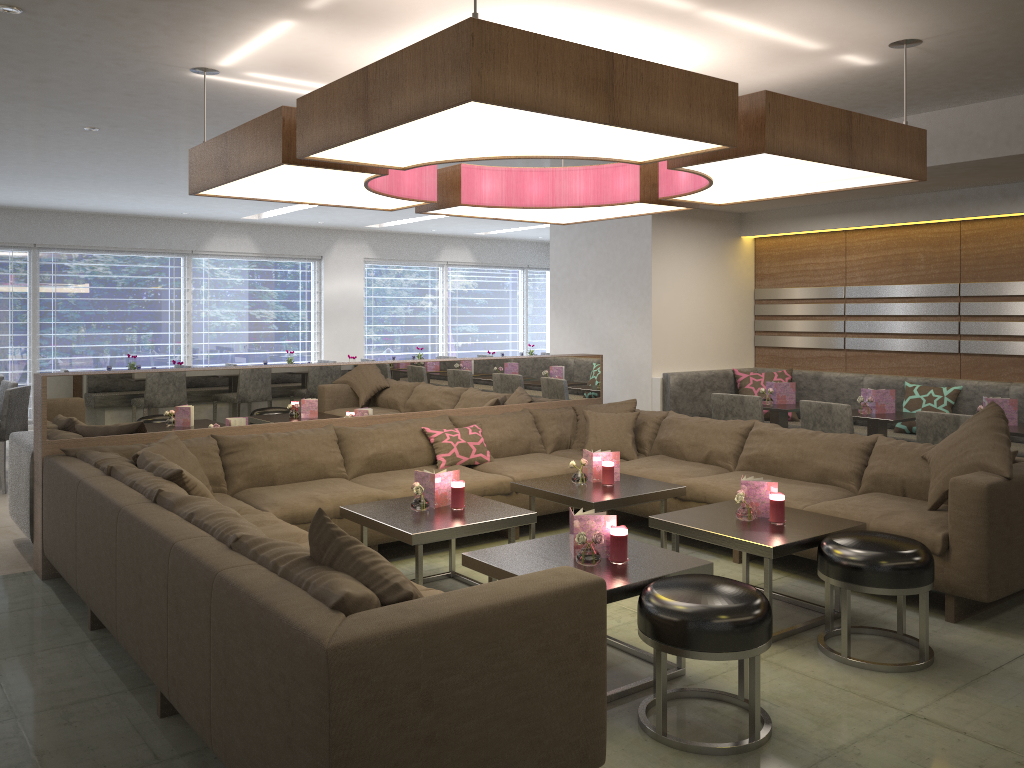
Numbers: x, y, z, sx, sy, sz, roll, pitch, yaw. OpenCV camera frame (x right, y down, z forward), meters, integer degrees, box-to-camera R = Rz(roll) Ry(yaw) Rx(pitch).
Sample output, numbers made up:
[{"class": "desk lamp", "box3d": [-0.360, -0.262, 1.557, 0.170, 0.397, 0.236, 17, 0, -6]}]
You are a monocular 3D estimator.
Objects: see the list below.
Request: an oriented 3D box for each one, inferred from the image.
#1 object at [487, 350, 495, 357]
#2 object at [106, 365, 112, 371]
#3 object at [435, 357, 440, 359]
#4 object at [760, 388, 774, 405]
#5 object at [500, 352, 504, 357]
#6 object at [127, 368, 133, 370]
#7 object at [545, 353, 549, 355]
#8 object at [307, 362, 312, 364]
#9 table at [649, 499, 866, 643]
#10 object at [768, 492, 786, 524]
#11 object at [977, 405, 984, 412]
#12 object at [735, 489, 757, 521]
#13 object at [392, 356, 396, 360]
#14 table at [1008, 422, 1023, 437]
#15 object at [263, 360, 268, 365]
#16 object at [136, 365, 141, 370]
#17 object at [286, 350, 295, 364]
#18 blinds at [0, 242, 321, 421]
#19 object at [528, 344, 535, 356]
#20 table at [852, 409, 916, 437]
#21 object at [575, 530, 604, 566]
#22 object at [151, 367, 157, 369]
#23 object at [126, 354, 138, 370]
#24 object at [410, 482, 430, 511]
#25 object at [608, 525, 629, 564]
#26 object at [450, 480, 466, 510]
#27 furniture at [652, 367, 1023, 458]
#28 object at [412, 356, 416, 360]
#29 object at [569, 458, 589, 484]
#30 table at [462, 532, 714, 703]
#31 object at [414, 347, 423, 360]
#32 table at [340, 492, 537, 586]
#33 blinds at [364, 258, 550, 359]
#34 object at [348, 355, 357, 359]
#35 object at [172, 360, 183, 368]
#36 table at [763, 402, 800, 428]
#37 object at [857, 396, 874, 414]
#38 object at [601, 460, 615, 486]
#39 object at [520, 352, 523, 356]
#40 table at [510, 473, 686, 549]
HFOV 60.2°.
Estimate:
[{"class": "object", "box3d": [-0.240, -0.238, 9.848, 0.104, 0.276, 0.155, 0, 1, -40]}, {"class": "object", "box3d": [-4.222, -0.123, 9.267, 0.053, 0.139, 0.053, 0, 1, 11]}, {"class": "object", "box3d": [-0.931, -0.264, 11.048, 0.053, 0.139, 0.053, 0, 1, 11]}, {"class": "object", "box3d": [1.858, 0.089, 6.434, 0.107, 0.125, 0.094, 0, 2, 5]}, {"class": "object", "box3d": [-0.136, -0.374, 12.454, 0.053, 0.139, 0.053, 0, 1, 11]}, {"class": "object", "box3d": [-3.802, -0.087, 8.801, 0.053, 0.139, 0.053, 0, 1, 11]}, {"class": "object", "box3d": [0.483, -0.348, 12.126, 0.053, 0.139, 0.053, 0, 1, 11]}, {"class": "object", "box3d": [-2.291, -0.182, 10.012, 0.053, 0.139, 0.053, 0, 1, 5]}, {"class": "table", "box3d": [1.068, 0.799, 3.871, 0.658, 0.411, 0.659, -2, 4, -37]}, {"class": "object", "box3d": [1.143, 0.534, 3.809, 0.075, 0.128, 0.075, 0, 1, 15]}, {"class": "object", "box3d": [2.793, 0.185, 5.208, 0.094, 0.125, 0.102, 0, 2, 17]}, {"class": "object", "box3d": [1.022, 0.530, 3.869, 0.095, 0.129, 0.106, 0, 2, 13]}, {"class": "object", "box3d": [-1.513, -0.286, 11.331, 0.053, 0.139, 0.053, 0, 1, 11]}, {"class": "table", "box3d": [2.876, 0.572, 5.226, 0.506, 0.654, 0.506, -1, 2, -37]}, {"class": "object", "box3d": [-2.873, -0.204, 10.295, 0.053, 0.139, 0.053, 0, 1, 5]}, {"class": "object", "box3d": [-3.990, -0.137, 9.443, 0.053, 0.139, 0.053, 0, 1, 5]}, {"class": "object", "box3d": [-2.521, -0.251, 10.019, 0.104, 0.276, 0.155, 0, 1, -40]}, {"class": "blinds", "box3d": [-5.484, -0.601, 10.145, 7.103, 2.041, 0.045, -3, 2, -37]}, {"class": "object", "box3d": [0.256, -0.418, 12.135, 0.104, 0.276, 0.155, 0, 1, -40]}, {"class": "table", "box3d": [2.412, 0.524, 5.835, 0.506, 0.654, 0.506, -1, 2, -37]}, {"class": "object", "box3d": [0.319, 0.585, 3.185, 0.193, 0.125, 0.095, 0, 2, -6]}, {"class": "object", "box3d": [-3.640, -0.101, 8.984, 0.053, 0.139, 0.053, 0, 1, 5]}, {"class": "object", "box3d": [-3.867, -0.170, 8.993, 0.104, 0.276, 0.155, 0, 1, -40]}, {"class": "object", "box3d": [-0.425, 0.515, 4.058, 0.095, 0.129, 0.101, 1, 2, 36]}, {"class": "object", "box3d": [0.388, 0.581, 3.208, 0.075, 0.128, 0.075, 0, 1, 15]}, {"class": "object", "box3d": [-0.251, 0.512, 4.092, 0.075, 0.128, 0.075, 1, 1, 25]}, {"class": "furniture", "box3d": [2.140, 0.552, 4.201, 4.260, 0.852, 5.657, -3, 5, -37]}, {"class": "object", "box3d": [-1.281, -0.300, 11.507, 0.053, 0.139, 0.053, 0, 1, 11]}, {"class": "object", "box3d": [0.356, 0.462, 4.713, 0.102, 0.132, 0.092, 1, 2, 18]}, {"class": "table", "box3d": [0.270, 0.847, 3.264, 0.658, 0.411, 0.659, -2, 4, -37]}, {"class": "object", "box3d": [-1.160, -0.333, 11.056, 0.104, 0.276, 0.155, 0, 1, -40]}, {"class": "table", "box3d": [-0.346, 0.783, 4.073, 0.658, 0.411, 0.659, -2, 4, -37]}, {"class": "blinds", "box3d": [-0.696, -0.888, 13.794, 3.653, 2.042, 0.045, -3, 2, -37]}, {"class": "object", "box3d": [-1.600, -0.156, 8.812, 0.104, 0.276, 0.155, 0, 1, -40]}, {"class": "object", "box3d": [-2.947, -0.075, 7.786, 0.104, 0.276, 0.155, 0, 1, -40]}, {"class": "table", "box3d": [1.947, 0.476, 6.445, 0.506, 0.654, 0.506, -1, 2, -37]}, {"class": "object", "box3d": [2.328, 0.136, 5.829, 0.110, 0.125, 0.092, 0, 2, -5]}, {"class": "object", "box3d": [0.506, 0.467, 4.655, 0.075, 0.128, 0.075, 1, 1, 25]}, {"class": "object", "box3d": [0.133, -0.385, 12.586, 0.053, 0.139, 0.053, 0, 1, 11]}, {"class": "table", "box3d": [0.451, 0.736, 4.680, 0.658, 0.411, 0.659, -2, 4, -37]}]
